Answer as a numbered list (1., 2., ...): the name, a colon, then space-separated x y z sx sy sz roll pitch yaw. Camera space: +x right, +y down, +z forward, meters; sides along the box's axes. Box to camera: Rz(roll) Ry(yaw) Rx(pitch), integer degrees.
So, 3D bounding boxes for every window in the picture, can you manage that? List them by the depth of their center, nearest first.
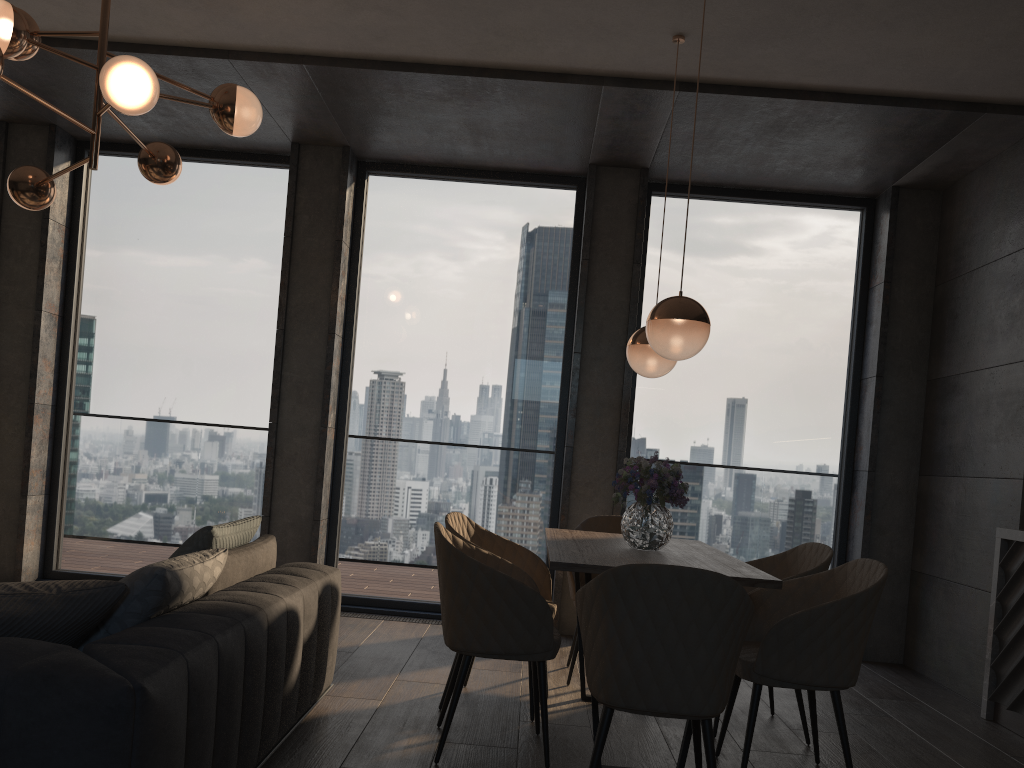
1. window: -1.340 -0.010 5.944 7.262 3.002 0.199 5 0 1

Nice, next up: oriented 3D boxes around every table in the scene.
1. table: 0.497 1.065 3.655 0.768 0.768 1.471 5 -4 2

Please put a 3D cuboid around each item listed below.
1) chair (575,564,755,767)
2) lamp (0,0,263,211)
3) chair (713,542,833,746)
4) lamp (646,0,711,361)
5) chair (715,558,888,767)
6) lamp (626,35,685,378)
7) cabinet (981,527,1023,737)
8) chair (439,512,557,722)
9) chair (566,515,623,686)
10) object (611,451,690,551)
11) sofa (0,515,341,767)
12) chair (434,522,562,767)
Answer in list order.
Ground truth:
1. chair: 0.450 0.950 2.737 0.555 0.836 0.511 5 -1 6
2. lamp: -1.493 -1.274 3.438 1.017 1.037 1.463 6 -3 -22
3. chair: 1.090 1.101 3.903 0.510 0.836 0.555 5 -1 -4
4. lamp: 0.673 -0.857 3.296 0.240 1.544 0.238 5 0 -23
5. chair: 1.052 1.043 3.254 0.510 0.836 0.556 5 -1 1
6. lamp: 0.691 -0.796 3.996 0.239 1.544 0.239 5 0 7
7. cabinet: 2.634 1.065 2.707 0.600 0.947 3.404 5 -4 2
8. chair: -0.060 1.011 3.950 0.509 0.836 0.557 4 -1 11
9. chair: 0.525 1.112 4.572 0.555 0.836 0.511 5 -1 6
10. object: 0.575 0.479 3.639 0.329 0.409 0.297 6 -2 -28
11. sofa: -2.178 0.768 2.816 2.909 0.783 2.030 5 -4 1
12. chair: -0.072 0.958 3.338 0.510 0.836 0.555 5 -1 -4
